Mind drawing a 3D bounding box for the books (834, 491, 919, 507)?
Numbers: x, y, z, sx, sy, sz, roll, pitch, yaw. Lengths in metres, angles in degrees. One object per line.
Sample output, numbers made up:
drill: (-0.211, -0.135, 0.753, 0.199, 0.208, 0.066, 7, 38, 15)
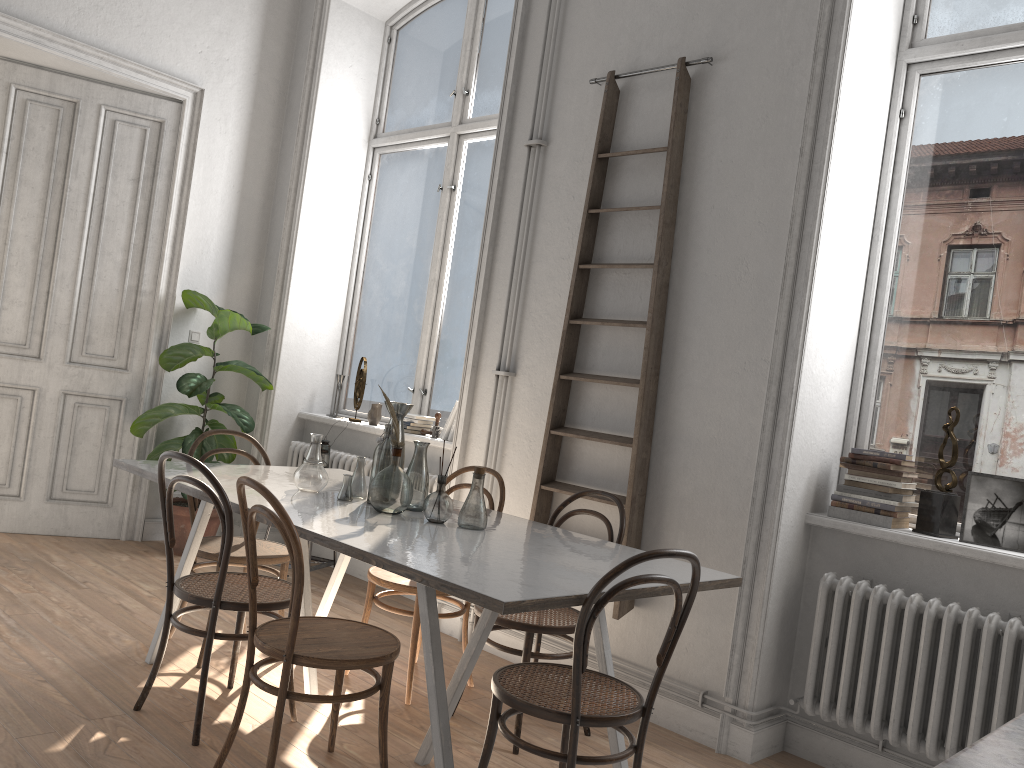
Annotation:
books: (1.425, 0.449, 3.474, 0.193, 0.014, 0.255, 9, -1, -43)

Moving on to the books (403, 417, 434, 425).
books: (-0.604, 0.221, 5.399, 0.205, 0.020, 0.155, 7, -1, 34)

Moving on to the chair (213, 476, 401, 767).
chair: (-0.598, 0.750, 2.656, 0.549, 0.920, 0.437, 8, 0, -35)

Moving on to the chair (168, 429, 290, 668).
chair: (-1.189, 0.683, 3.841, 0.438, 0.920, 0.549, 8, -1, -38)

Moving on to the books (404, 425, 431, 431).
books: (-0.604, 0.264, 5.412, 0.155, 0.022, 0.205, 8, -1, -26)

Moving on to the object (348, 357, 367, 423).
object: (-0.992, 0.035, 5.794, 0.087, 0.425, 0.347, 8, 0, -14)

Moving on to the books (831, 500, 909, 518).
books: (1.402, 0.488, 3.469, 0.249, 0.023, 0.175, 7, -1, 39)

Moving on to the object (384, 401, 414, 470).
object: (-0.467, 0.262, 3.464, 0.116, 0.383, 0.116, 8, 0, -35)

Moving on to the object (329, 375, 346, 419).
object: (-1.151, 0.083, 5.910, 0.095, 0.289, 0.095, 8, 0, -24)

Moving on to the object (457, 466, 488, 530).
object: (-0.125, 0.391, 3.058, 0.101, 0.212, 0.101, 8, 0, -7)

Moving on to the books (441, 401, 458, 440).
books: (-0.299, 0.218, 5.148, 0.100, 0.235, 0.174, 8, -1, 44)

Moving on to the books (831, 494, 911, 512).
books: (1.405, 0.465, 3.470, 0.249, 0.023, 0.175, 7, -1, 44)

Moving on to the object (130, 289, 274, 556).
object: (-0.250, 0.345, 3.623, 0.792, 1.842, 5.824, 8, -1, -41)

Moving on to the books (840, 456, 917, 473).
books: (1.435, 0.316, 3.479, 0.162, 0.023, 0.231, 8, -1, -31)

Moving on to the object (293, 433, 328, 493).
object: (-0.764, 0.302, 3.406, 0.132, 0.219, 0.132, 8, -1, 33)

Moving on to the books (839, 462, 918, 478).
books: (1.438, 0.338, 3.474, 0.243, 0.019, 0.174, 7, -1, 44)

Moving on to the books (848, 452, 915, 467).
books: (1.448, 0.296, 3.470, 0.205, 0.020, 0.155, 7, -1, 44)

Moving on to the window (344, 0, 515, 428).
window: (-0.397, -1.152, 5.658, 1.621, 2.843, 0.013, 8, 0, 44)

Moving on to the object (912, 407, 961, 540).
object: (1.614, 0.325, 3.315, 0.102, 0.488, 0.122, 8, 0, -22)

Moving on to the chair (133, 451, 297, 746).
chair: (-0.993, 0.700, 3.086, 0.437, 0.920, 0.549, 8, -1, 39)

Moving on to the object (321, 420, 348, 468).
object: (-1.065, 0.386, 5.114, 0.163, 0.383, 0.154, 8, 0, 17)

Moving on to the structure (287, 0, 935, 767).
structure: (0.581, -0.858, 4.129, 5.179, 4.473, 0.340, 7, -1, 44)

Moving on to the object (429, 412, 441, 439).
object: (-0.440, 0.241, 5.189, 0.048, 0.153, 0.088, 8, 0, 14)

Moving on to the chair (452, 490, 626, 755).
chair: (0.118, 0.861, 3.423, 0.549, 0.920, 0.437, 8, -1, -39)

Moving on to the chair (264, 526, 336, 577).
chair: (-1.213, 0.896, 5.092, 0.364, 0.522, 0.360, 8, 0, 17)

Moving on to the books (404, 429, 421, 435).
books: (-0.609, 0.286, 5.419, 0.147, 0.023, 0.221, 8, -1, 3)

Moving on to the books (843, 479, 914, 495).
books: (1.432, 0.404, 3.469, 0.155, 0.022, 0.205, 8, -1, -32)

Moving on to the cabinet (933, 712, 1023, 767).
cabinet: (0.964, -0.399, 0.873, 0.634, 3.583, 3.253, 8, -1, 44)

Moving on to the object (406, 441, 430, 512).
object: (-0.351, 0.341, 3.289, 0.098, 0.255, 0.100, 8, 0, 20)

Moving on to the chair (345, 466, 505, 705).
chair: (-0.346, 0.801, 3.762, 0.437, 0.920, 0.549, 8, -1, 42)

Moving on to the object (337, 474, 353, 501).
object: (-0.615, 0.385, 3.299, 0.058, 0.094, 0.058, 8, 0, -18)

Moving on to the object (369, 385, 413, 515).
object: (-0.407, 0.235, 3.133, 0.157, 0.446, 0.156, 8, 0, -28)

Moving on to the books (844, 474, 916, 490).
books: (1.442, 0.382, 3.471, 0.222, 0.024, 0.158, 7, -1, 44)

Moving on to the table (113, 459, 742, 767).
table: (-0.484, 0.843, 3.183, 2.199, 0.780, 1.101, 7, -1, 44)

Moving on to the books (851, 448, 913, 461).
books: (1.453, 0.275, 3.481, 0.200, 0.024, 0.159, 7, -1, 34)

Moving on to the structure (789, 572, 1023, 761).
structure: (1.709, 1.055, 2.900, 1.576, 0.552, 0.194, 7, -1, 44)

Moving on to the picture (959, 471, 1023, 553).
picture: (1.761, 0.464, 3.215, 0.221, 0.264, 0.149, 8, 0, 27)

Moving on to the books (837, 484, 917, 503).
books: (1.429, 0.428, 3.476, 0.245, 0.028, 0.194, 7, -1, 39)

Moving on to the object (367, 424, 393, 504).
object: (-0.479, 0.299, 3.315, 0.086, 0.301, 0.086, 8, 0, 29)

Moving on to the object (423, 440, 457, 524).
object: (-0.243, 0.339, 3.073, 0.106, 0.283, 0.107, 8, 0, 39)

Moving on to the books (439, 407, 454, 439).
books: (-0.326, 0.234, 5.178, 0.105, 0.194, 0.155, 8, -1, 43)

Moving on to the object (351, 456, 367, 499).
object: (-0.590, 0.358, 3.410, 0.083, 0.158, 0.083, 8, -1, 39)

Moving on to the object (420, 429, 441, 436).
object: (-0.471, 0.291, 5.288, 0.153, 0.048, 0.088, 8, -1, -7)

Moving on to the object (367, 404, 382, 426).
object: (-0.876, 0.191, 5.657, 0.100, 0.142, 0.102, 8, 0, 18)

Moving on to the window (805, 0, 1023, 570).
window: (9.386, -4.234, 0.976, 14.377, 15.934, 26.414, 8, -1, 44)

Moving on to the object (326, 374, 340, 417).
object: (-1.196, 0.078, 6.032, 0.095, 0.289, 0.095, 8, 0, -15)

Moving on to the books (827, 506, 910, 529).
books: (1.397, 0.521, 3.472, 0.248, 0.043, 0.192, 7, -1, 44)

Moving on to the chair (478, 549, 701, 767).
chair: (0.192, 0.859, 2.480, 0.438, 0.920, 0.549, 8, 0, -34)

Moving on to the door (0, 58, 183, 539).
door: (-2.752, -0.473, 5.448, 1.097, 2.814, 0.216, 8, 0, -22)

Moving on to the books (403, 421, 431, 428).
books: (-0.600, 0.243, 5.410, 0.147, 0.023, 0.221, 8, -1, -30)

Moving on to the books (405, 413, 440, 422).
books: (-0.573, 0.200, 5.401, 0.174, 0.019, 0.243, 9, -1, -36)

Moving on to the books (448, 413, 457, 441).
books: (-0.282, 0.236, 5.132, 0.072, 0.203, 0.155, 8, -1, 44)

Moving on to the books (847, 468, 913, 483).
books: (1.439, 0.359, 3.469, 0.205, 0.022, 0.155, 7, -1, 39)
